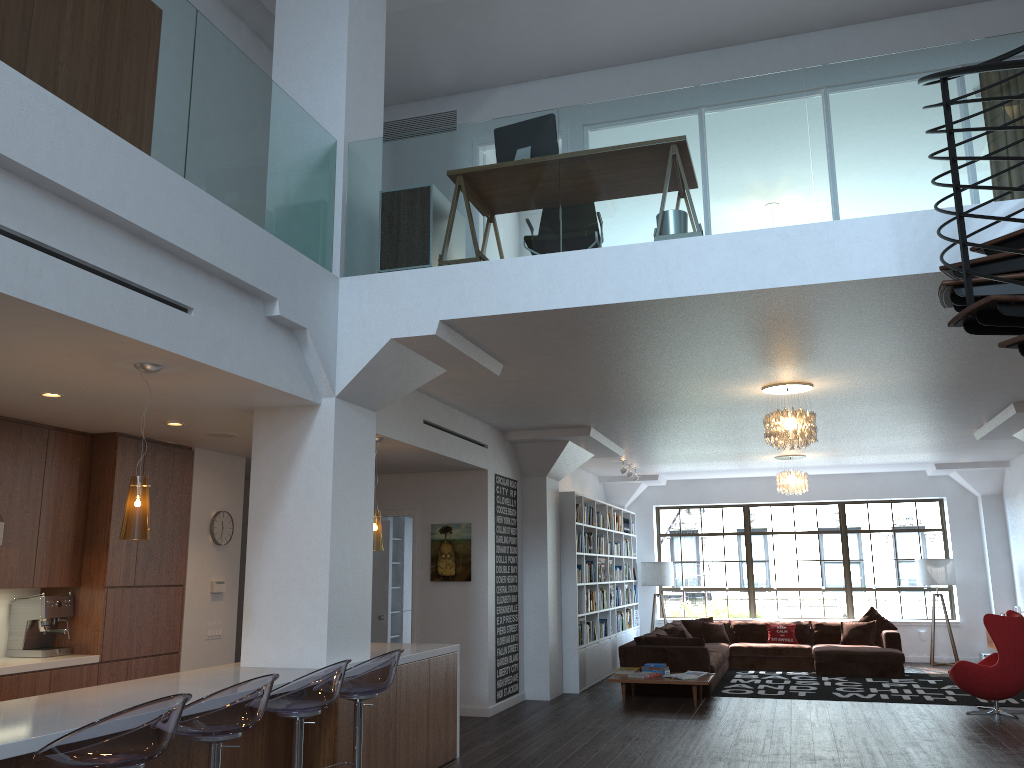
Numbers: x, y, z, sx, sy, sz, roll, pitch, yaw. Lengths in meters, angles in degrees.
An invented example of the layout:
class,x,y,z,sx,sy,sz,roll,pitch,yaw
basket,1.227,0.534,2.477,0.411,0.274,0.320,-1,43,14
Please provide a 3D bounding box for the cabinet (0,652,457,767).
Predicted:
class,x,y,z,sx,sy,sz,roll,pitch,yaw
cabinet,-1.535,2.129,5.071,0.898,0.796,4.493,-4,-13,17

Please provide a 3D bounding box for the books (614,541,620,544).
class,x,y,z,sx,sy,sz,roll,pitch,yaw
books,1.629,2.597,13.977,0.140,0.231,0.042,-4,-13,17

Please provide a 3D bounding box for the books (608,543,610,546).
class,x,y,z,sx,sy,sz,roll,pitch,yaw
books,1.394,2.462,13.202,0.128,0.178,0.021,-4,-13,17

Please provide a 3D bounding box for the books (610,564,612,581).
class,x,y,z,sx,sy,sz,roll,pitch,yaw
books,1.378,2.793,13.117,0.183,0.253,0.039,-4,-13,17

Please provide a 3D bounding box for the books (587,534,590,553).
class,x,y,z,sx,sy,sz,roll,pitch,yaw
books,0.948,2.145,11.878,0.183,0.253,0.042,-4,-13,17

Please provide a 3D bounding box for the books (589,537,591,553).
class,x,y,z,sx,sy,sz,roll,pitch,yaw
books,0.973,2.166,11.905,0.161,0.223,0.032,-4,-13,17

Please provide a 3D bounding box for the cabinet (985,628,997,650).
class,x,y,z,sx,sy,sz,roll,pitch,yaw
cabinet,6.703,3.326,11.215,0.459,0.350,4.501,-4,-13,17

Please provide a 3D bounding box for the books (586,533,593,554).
class,x,y,z,sx,sy,sz,roll,pitch,yaw
books,1.008,2.175,12.096,0.198,0.284,0.049,-4,-13,17

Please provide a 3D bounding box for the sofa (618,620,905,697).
class,x,y,z,sx,sy,sz,roll,pitch,yaw
sofa,3.544,3.648,12.042,3.481,0.664,4.197,-4,-13,17

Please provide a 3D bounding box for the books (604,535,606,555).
class,x,y,z,sx,sy,sz,roll,pitch,yaw
books,1.253,2.327,12.822,0.197,0.283,0.065,-4,-13,17

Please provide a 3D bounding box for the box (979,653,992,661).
class,x,y,z,sx,sy,sz,roll,pitch,yaw
box,7.242,4.167,13.418,0.228,0.165,0.368,-4,-13,17

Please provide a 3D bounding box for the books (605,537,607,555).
class,x,y,z,sx,sy,sz,roll,pitch,yaw
books,1.289,2.357,12.883,0.159,0.250,0.026,-4,-13,17

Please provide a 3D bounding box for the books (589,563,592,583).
class,x,y,z,sx,sy,sz,roll,pitch,yaw
books,0.971,2.516,11.811,0.182,0.253,0.034,-4,-13,17

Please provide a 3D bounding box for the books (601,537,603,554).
class,x,y,z,sx,sy,sz,roll,pitch,yaw
books,1.203,2.308,12.640,0.170,0.245,0.057,-4,-13,17

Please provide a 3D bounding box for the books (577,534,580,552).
class,x,y,z,sx,sy,sz,roll,pitch,yaw
books,0.768,2.021,11.243,0.172,0.235,0.112,-4,-13,17

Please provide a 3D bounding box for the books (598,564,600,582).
class,x,y,z,sx,sy,sz,roll,pitch,yaw
books,1.123,2.622,12.286,0.174,0.240,0.054,-4,-13,17

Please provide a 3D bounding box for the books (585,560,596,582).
class,x,y,z,sx,sy,sz,roll,pitch,yaw
books,1.037,2.545,12.037,0.176,0.294,0.102,-4,-13,17

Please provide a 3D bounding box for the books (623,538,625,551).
class,x,y,z,sx,sy,sz,roll,pitch,yaw
books,1.727,2.631,14.281,0.176,0.290,0.053,-4,-13,16

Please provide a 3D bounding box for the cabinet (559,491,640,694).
class,x,y,z,sx,sy,sz,roll,pitch,yaw
cabinet,1.247,2.982,13.030,0.461,2.414,4.500,-4,-13,17

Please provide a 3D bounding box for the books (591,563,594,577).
class,x,y,z,sx,sy,sz,roll,pitch,yaw
books,1.008,2.544,11.943,0.182,0.253,0.034,-4,-13,17

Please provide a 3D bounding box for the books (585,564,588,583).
class,x,y,z,sx,sy,sz,roll,pitch,yaw
books,0.896,2.474,11.577,0.174,0.239,0.045,-4,-13,17

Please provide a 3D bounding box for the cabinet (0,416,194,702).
class,x,y,z,sx,sy,sz,roll,pitch,yaw
cabinet,-3.802,1.268,4.989,0.598,2.499,5.299,-4,-13,17

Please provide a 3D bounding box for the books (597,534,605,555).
class,x,y,z,sx,sy,sz,roll,pitch,yaw
books,1.239,2.311,12.765,0.176,0.290,0.053,-4,-13,17

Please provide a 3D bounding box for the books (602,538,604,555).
class,x,y,z,sx,sy,sz,roll,pitch,yaw
books,1.222,2.321,12.686,0.174,0.239,0.045,-4,-13,17

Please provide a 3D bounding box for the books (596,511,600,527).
class,x,y,z,sx,sy,sz,roll,pitch,yaw
books,1.178,1.938,12.646,0.140,0.231,0.042,-4,-13,17

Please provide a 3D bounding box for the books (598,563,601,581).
class,x,y,z,sx,sy,sz,roll,pitch,yaw
books,1.147,2.639,12.395,0.183,0.253,0.042,-4,-13,17

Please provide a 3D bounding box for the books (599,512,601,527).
class,x,y,z,sx,sy,sz,roll,pitch,yaw
books,1.188,1.950,12.692,0.158,0.226,0.052,-4,-13,17

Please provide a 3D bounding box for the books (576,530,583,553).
class,x,y,z,sx,sy,sz,roll,pitch,yaw
books,0.820,2.025,11.397,0.176,0.290,0.053,-4,-13,17

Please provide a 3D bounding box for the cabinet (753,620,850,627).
class,x,y,z,sx,sy,sz,roll,pitch,yaw
cabinet,4.682,4.130,14.255,1.520,0.625,0.350,-4,-13,17

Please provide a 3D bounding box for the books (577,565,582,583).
class,x,y,z,sx,sy,sz,roll,pitch,yaw
books,0.822,2.424,11.319,0.140,0.231,0.042,-4,-13,17

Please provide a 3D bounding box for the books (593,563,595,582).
class,x,y,z,sx,sy,sz,roll,pitch,yaw
books,1.028,2.550,11.972,0.182,0.253,0.034,-4,-13,17

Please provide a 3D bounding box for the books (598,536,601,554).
class,x,y,z,sx,sy,sz,roll,pitch,yaw
books,1.149,2.265,12.455,0.182,0.253,0.034,-4,-13,17

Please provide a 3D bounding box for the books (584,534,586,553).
class,x,y,z,sx,sy,sz,roll,pitch,yaw
books,0.881,2.097,11.654,0.183,0.253,0.042,-4,-13,17

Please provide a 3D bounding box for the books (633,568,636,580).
class,x,y,z,sx,sy,sz,roll,pitch,yaw
books,2.000,3.212,15.025,0.182,0.215,0.188,-4,-13,17

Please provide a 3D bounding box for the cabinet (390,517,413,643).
class,x,y,z,sx,sy,sz,roll,pitch,yaw
cabinet,-1.859,2.334,11.253,0.527,2.991,2.630,-4,-13,17

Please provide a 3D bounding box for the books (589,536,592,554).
class,x,y,z,sx,sy,sz,roll,pitch,yaw
books,0.992,2.173,11.979,0.174,0.240,0.054,-4,-13,17

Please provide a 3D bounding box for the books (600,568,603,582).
class,x,y,z,sx,sy,sz,roll,pitch,yaw
books,1.194,2.685,12.500,0.161,0.207,0.135,-4,-13,16

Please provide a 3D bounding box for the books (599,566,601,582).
class,x,y,z,sx,sy,sz,roll,pitch,yaw
books,1.150,2.645,12.354,0.161,0.223,0.032,-4,-13,17

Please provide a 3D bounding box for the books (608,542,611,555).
class,x,y,z,sx,sy,sz,roll,pitch,yaw
books,1.400,2.461,13.231,0.139,0.191,0.036,-4,-13,17

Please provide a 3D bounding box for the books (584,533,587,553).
class,x,y,z,sx,sy,sz,roll,pitch,yaw
books,0.901,2.112,11.737,0.180,0.259,0.042,-4,-13,17

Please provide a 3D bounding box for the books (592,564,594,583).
class,x,y,z,sx,sy,sz,roll,pitch,yaw
books,1.003,2.542,11.903,0.174,0.239,0.045,-4,-13,17

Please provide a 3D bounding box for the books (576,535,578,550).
class,x,y,z,sx,sy,sz,roll,pitch,yaw
books,0.744,2.017,11.186,0.161,0.218,0.101,-4,-13,17

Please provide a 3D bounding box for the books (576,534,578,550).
class,x,y,z,sx,sy,sz,roll,pitch,yaw
books,0.756,2.016,11.213,0.152,0.232,0.104,-4,-13,17

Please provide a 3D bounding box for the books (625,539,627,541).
class,x,y,z,sx,sy,sz,roll,pitch,yaw
books,1.806,2.684,14.536,0.176,0.290,0.036,-4,-13,16

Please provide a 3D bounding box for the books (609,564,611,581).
class,x,y,z,sx,sy,sz,roll,pitch,yaw
books,1.356,2.770,13.016,0.174,0.251,0.051,-4,-13,17

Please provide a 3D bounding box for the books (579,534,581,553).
class,x,y,z,sx,sy,sz,roll,pitch,yaw
books,0.789,2.034,11.322,0.174,0.242,0.105,-4,-13,17

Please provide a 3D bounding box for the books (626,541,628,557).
class,x,y,z,sx,sy,sz,roll,pitch,yaw
books,1.805,2.695,14.497,0.183,0.253,0.034,-4,-13,16

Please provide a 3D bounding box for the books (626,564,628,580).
class,x,y,z,sx,sy,sz,roll,pitch,yaw
books,1.794,3.063,14.425,0.180,0.259,0.042,-4,-13,17

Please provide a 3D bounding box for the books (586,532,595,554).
class,x,y,z,sx,sy,sz,roll,pitch,yaw
books,1.039,2.181,12.140,0.176,0.291,0.053,-4,-13,17
